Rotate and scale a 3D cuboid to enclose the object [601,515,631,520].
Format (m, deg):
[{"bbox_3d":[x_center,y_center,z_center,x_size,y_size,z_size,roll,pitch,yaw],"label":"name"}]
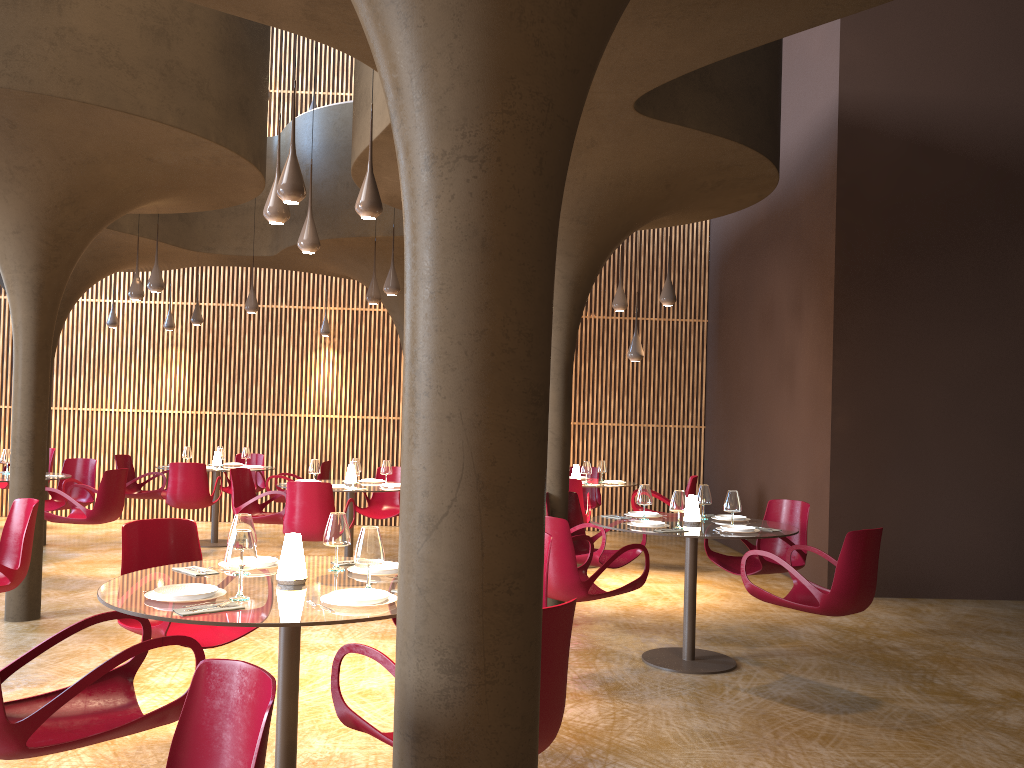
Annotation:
[{"bbox_3d":[0.886,1.138,7.561,0.126,0.017,0.262,3,-3,-35],"label":"object"}]

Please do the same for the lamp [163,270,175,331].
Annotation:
[{"bbox_3d":[-5.835,-4.060,15.375,0.196,6.274,0.196,1,-1,23],"label":"lamp"}]

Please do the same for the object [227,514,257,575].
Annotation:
[{"bbox_3d":[-1.340,0.796,4.404,0.142,0.295,0.142,3,-1,-36],"label":"object"}]

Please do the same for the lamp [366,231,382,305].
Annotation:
[{"bbox_3d":[-1.623,-4.123,11.013,0.196,6.274,0.196,1,-1,33],"label":"lamp"}]

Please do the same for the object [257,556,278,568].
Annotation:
[{"bbox_3d":[-1.360,0.933,4.634,0.263,0.029,0.263,0,-3,34],"label":"object"}]

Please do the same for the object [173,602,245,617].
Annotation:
[{"bbox_3d":[-1.220,0.909,3.573,0.262,0.017,0.126,4,-3,-41],"label":"object"}]

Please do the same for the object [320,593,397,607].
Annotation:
[{"bbox_3d":[-0.658,0.929,3.820,0.332,0.014,0.332,1,-3,22],"label":"object"}]

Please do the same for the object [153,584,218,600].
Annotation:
[{"bbox_3d":[-1.402,0.897,3.815,0.263,0.029,0.263,0,-3,34],"label":"object"}]

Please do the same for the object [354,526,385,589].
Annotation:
[{"bbox_3d":[-0.653,0.802,4.056,0.142,0.295,0.142,1,-1,24],"label":"object"}]

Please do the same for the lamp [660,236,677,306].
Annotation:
[{"bbox_3d":[1.906,-4.048,10.368,0.196,6.274,0.196,1,-1,43],"label":"lamp"}]

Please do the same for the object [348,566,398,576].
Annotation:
[{"bbox_3d":[-0.680,0.960,4.572,0.332,0.014,0.332,2,-2,2],"label":"object"}]

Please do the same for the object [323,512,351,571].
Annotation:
[{"bbox_3d":[-0.908,0.817,4.597,0.142,0.295,0.142,1,-1,30],"label":"object"}]

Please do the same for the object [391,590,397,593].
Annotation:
[{"bbox_3d":[-0.422,0.951,4.009,0.126,0.017,0.262,4,-3,-42],"label":"object"}]

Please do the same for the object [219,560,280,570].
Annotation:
[{"bbox_3d":[-1.360,0.943,4.634,0.332,0.014,0.332,1,-2,5],"label":"object"}]

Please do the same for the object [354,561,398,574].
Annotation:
[{"bbox_3d":[-0.680,0.950,4.572,0.263,0.029,0.263,2,-2,-4],"label":"object"}]

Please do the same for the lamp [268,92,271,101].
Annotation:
[{"bbox_3d":[-4.272,-6.039,15.456,0.196,2.223,0.196,2,-1,-17],"label":"lamp"}]

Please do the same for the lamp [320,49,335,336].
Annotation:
[{"bbox_3d":[-3.176,-3.976,15.551,0.196,6.274,0.196,1,-1,13],"label":"lamp"}]

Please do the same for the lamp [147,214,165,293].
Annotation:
[{"bbox_3d":[-4.115,-4.216,10.507,0.196,6.274,0.196,1,-1,33],"label":"lamp"}]

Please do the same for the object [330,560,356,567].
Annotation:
[{"bbox_3d":[-0.846,0.973,4.825,0.262,0.017,0.126,3,-3,-37],"label":"object"}]

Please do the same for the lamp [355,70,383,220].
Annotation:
[{"bbox_3d":[-0.919,-4.302,6.291,0.196,6.274,0.196,2,-1,-17],"label":"lamp"}]

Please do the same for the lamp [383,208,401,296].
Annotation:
[{"bbox_3d":[-1.284,-4.148,10.177,0.196,6.274,0.196,1,-1,33],"label":"lamp"}]

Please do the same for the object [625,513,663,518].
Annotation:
[{"bbox_3d":[1.144,1.145,7.718,0.332,0.014,0.332,2,-3,-19],"label":"object"}]

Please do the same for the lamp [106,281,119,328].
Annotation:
[{"bbox_3d":[-6.727,-4.095,15.165,0.196,6.274,0.196,1,-1,13],"label":"lamp"}]

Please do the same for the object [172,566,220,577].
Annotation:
[{"bbox_3d":[-1.582,0.935,4.429,0.262,0.017,0.126,-1,-3,44],"label":"object"}]

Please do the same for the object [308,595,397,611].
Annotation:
[{"bbox_3d":[-0.661,0.930,3.817,0.204,0.012,0.411,-1,-3,44],"label":"object"}]

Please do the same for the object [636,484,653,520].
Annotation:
[{"bbox_3d":[1.117,0.998,7.489,0.142,0.295,0.142,1,-1,32],"label":"object"}]

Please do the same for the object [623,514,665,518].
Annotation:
[{"bbox_3d":[1.147,1.147,7.721,0.411,0.012,0.204,4,-3,-39],"label":"object"}]

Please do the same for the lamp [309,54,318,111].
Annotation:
[{"bbox_3d":[-3.133,-5.692,14.198,0.196,2.960,0.196,2,-1,-17],"label":"lamp"}]

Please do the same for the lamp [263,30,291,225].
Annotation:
[{"bbox_3d":[-1.635,-4.312,6.545,0.196,6.274,0.196,1,-1,23],"label":"lamp"}]

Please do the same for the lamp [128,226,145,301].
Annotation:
[{"bbox_3d":[-4.676,-4.199,11.290,0.196,6.274,0.196,1,-1,33],"label":"lamp"}]

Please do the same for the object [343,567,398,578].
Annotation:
[{"bbox_3d":[-0.677,0.961,4.569,0.204,0.012,0.410,4,-3,-41],"label":"object"}]

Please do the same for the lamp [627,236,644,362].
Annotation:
[{"bbox_3d":[1.524,-3.396,10.349,0.196,6.274,0.196,1,-1,43],"label":"lamp"}]

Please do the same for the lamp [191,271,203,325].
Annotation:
[{"bbox_3d":[-4.969,-4.081,14.279,0.196,6.274,0.196,1,-1,13],"label":"lamp"}]

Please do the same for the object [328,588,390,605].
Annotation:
[{"bbox_3d":[-0.658,0.919,3.821,0.263,0.029,0.263,1,-3,19],"label":"object"}]

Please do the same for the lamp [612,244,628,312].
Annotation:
[{"bbox_3d":[1.423,-4.035,11.007,0.196,6.274,0.196,1,-1,43],"label":"lamp"}]

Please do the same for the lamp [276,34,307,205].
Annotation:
[{"bbox_3d":[-1.367,-4.331,5.897,0.196,6.274,0.196,2,-1,-17],"label":"lamp"}]

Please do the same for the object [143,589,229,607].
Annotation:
[{"bbox_3d":[-1.406,0.908,3.818,0.204,0.012,0.410,4,-3,-45],"label":"object"}]

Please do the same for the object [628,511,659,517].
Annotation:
[{"bbox_3d":[1.144,1.135,7.718,0.263,0.029,0.263,0,-3,26],"label":"object"}]

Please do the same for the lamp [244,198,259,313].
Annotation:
[{"bbox_3d":[-3.526,-4.121,12.357,0.196,6.274,0.196,1,-1,13],"label":"lamp"}]

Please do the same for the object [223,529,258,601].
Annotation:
[{"bbox_3d":[-1.165,0.776,3.809,0.142,0.295,0.142,2,-1,-8],"label":"object"}]

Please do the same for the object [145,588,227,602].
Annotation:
[{"bbox_3d":[-1.402,0.907,3.815,0.332,0.014,0.332,2,-2,-5],"label":"object"}]

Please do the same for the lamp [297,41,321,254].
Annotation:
[{"bbox_3d":[-1.661,-4.264,7.684,0.196,6.274,0.196,1,-1,33],"label":"lamp"}]

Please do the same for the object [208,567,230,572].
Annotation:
[{"bbox_3d":[-1.358,0.944,4.638,0.204,0.012,0.411,0,-3,39],"label":"object"}]
